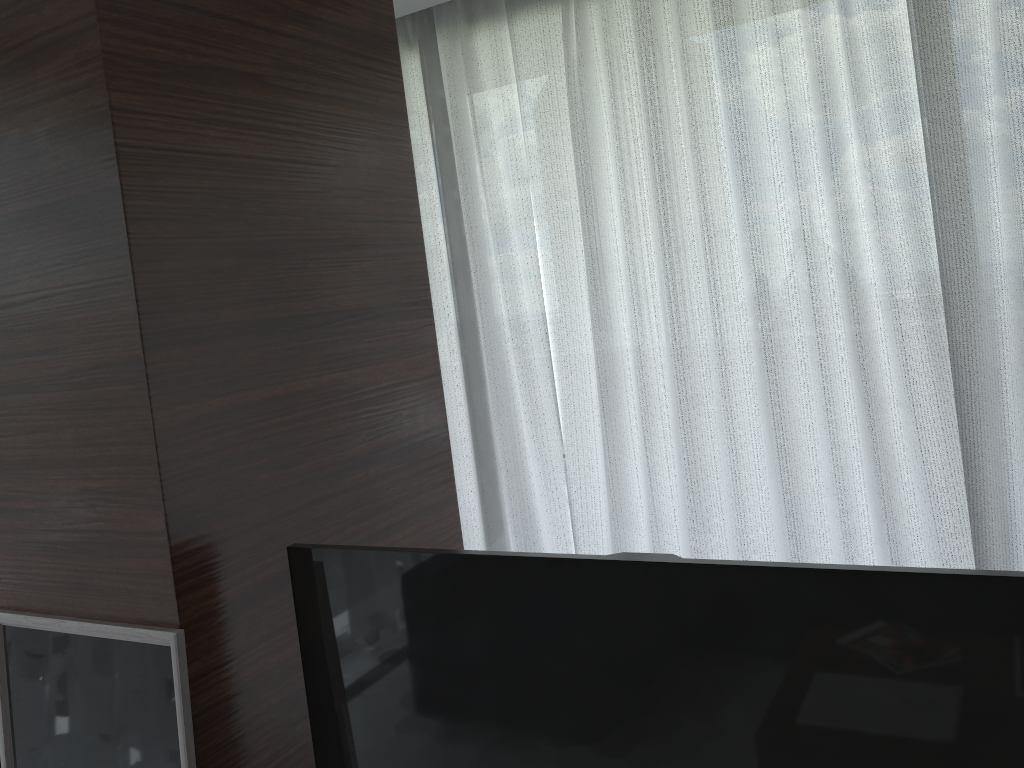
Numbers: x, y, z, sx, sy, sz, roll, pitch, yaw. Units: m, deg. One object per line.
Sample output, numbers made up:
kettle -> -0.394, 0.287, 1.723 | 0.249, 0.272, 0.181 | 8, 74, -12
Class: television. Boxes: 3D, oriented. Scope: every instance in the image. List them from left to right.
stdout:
television -> 0.225, 0.614, 1.175 | 1.225, 0.784, 0.299 | -5, 3, 30

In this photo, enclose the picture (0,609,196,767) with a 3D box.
picture -> -0.690, 0.744, 1.467 | 0.498, 0.699, 0.053 | -6, 1, 30
